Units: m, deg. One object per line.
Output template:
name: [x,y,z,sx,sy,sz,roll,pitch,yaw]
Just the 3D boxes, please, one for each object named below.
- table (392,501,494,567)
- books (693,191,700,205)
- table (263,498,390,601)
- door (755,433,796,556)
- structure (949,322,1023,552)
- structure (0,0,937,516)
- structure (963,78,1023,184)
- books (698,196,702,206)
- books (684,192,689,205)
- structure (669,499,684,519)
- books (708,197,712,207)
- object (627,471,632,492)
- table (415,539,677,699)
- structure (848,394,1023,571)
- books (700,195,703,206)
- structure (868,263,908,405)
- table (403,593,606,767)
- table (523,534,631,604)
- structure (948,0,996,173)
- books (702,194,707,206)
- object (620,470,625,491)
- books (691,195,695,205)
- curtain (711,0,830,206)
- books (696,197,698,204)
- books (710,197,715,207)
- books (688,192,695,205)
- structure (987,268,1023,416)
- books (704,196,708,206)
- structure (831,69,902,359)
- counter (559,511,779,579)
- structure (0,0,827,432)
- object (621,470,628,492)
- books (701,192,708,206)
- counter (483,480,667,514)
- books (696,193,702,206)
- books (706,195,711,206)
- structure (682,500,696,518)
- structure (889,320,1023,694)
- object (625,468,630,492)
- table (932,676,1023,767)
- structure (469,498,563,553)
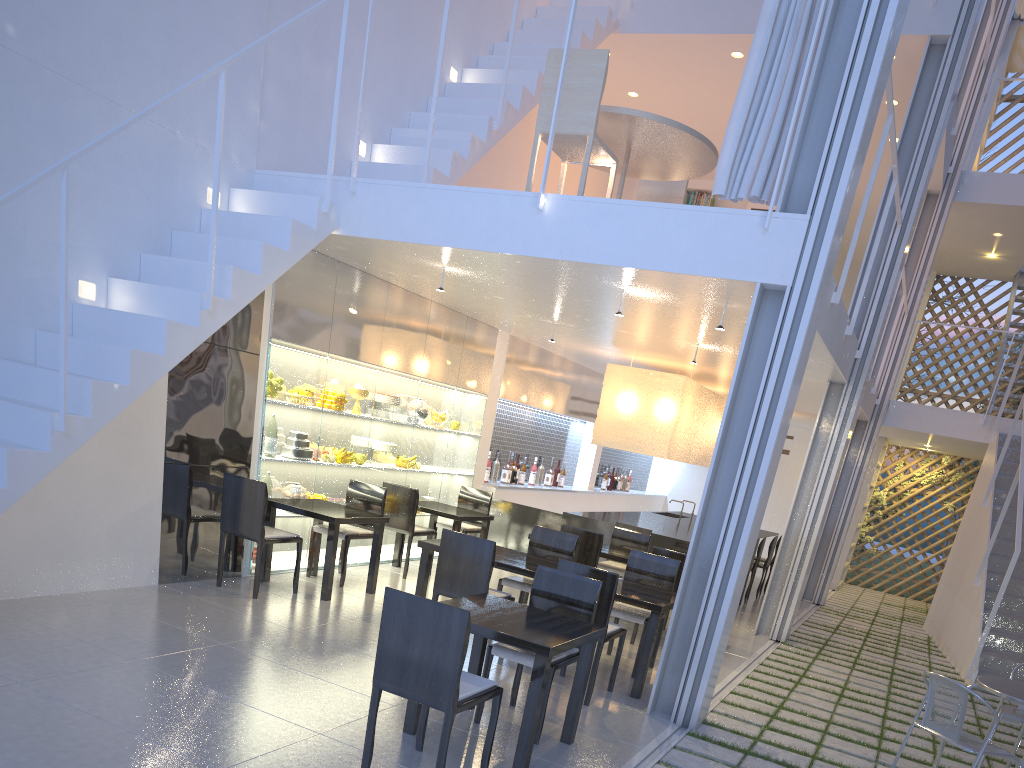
table: [-0.353,0.785,4.129,0.346,0.354,0.343,14,8,25]
books: [1.280,-1.246,5.719,0.014,0.163,0.084,19,15,27]
table: [-0.761,0.660,3.309,0.346,0.354,0.343,14,8,25]
door: [0.556,0.582,5.511,0.447,1.260,5.550,22,5,39]
structure: [4.747,-0.615,7.116,1.072,4.826,3.191,18,13,25]
structure: [-0.045,-0.798,2.376,1.657,3.529,3.577,17,9,26]
structure: [3.303,-1.421,4.726,1.101,0.608,0.026,12,16,22]
books: [1.309,-1.224,5.712,0.017,0.129,0.082,19,14,27]
books: [1.214,-1.253,5.749,0.023,0.155,0.081,19,15,27]
structure: [1.169,0.894,5.891,0.109,0.132,0.033,14,16,22]
books: [1.368,-1.214,5.685,0.006,0.129,0.087,19,13,27]
object: [1.022,0.849,7.198,0.041,0.198,0.042,22,20,36]
table: [0.118,0.817,2.948,0.884,0.353,0.342,11,7,23]
structure: [3.608,0.886,7.080,1.102,2.134,0.276,15,17,21]
books: [1.318,-1.227,5.702,0.005,0.137,0.092,19,13,27]
structure: [2.050,-0.269,4.507,0.027,0.586,1.681,19,3,28]
table: [-0.024,0.741,2.070,0.346,0.354,0.343,14,8,25]
table: [0.526,0.943,3.767,0.884,0.353,0.342,11,7,23]
structure: [2.296,-1.661,4.081,0.027,0.586,1.681,19,3,28]
books: [1.334,-1.227,5.695,0.008,0.143,0.092,19,14,27]
object: [0.936,0.824,7.043,0.046,0.199,0.041,5,17,-18]
books: [1.264,-1.235,5.728,0.014,0.135,0.086,19,14,27]
curtain: [0.729,-1.740,1.926,0.499,2.585,0.091,15,18,18]
books: [1.288,-1.227,5.722,0.006,0.128,0.078,19,14,27]
books: [1.378,-1.216,5.689,0.006,0.138,0.069,19,15,27]
books: [1.250,-1.246,5.737,0.025,0.153,0.076,19,15,27]
structure: [3.864,-0.568,5.818,0.519,2.011,1.204,16,13,21]
books: [1.344,-1.220,5.693,0.014,0.132,0.090,19,13,27]
structure: [1.244,-0.518,2.887,0.027,0.586,1.679,19,3,28]
counter: [1.157,1.139,5.573,0.784,0.396,2.489,12,-2,27]
structure: [-0.313,-0.262,1.848,1.313,1.910,1.399,16,11,25]
object: [0.973,0.834,7.086,0.044,0.199,0.043,17,17,24]
books: [1.328,-1.234,5.699,0.009,0.155,0.087,19,15,27]
counter: [0.567,1.046,6.480,0.222,0.459,3.594,17,0,27]
books: [1.296,-1.237,5.712,0.009,0.150,0.086,19,14,27]
books: [1.358,-1.220,5.686,0.014,0.137,0.092,19,13,27]
structure: [1.317,0.940,6.188,0.109,0.132,0.033,14,16,22]
structure: [2.646,0.580,4.555,1.151,2.089,1.890,15,9,20]
object: [0.995,0.832,7.141,0.046,0.217,0.042,3,17,-22]
table: [1.487,1.061,2.401,0.354,0.356,0.320,9,8,-13]
structure: [0.005,0.868,4.726,0.537,0.395,0.011,12,16,21]
